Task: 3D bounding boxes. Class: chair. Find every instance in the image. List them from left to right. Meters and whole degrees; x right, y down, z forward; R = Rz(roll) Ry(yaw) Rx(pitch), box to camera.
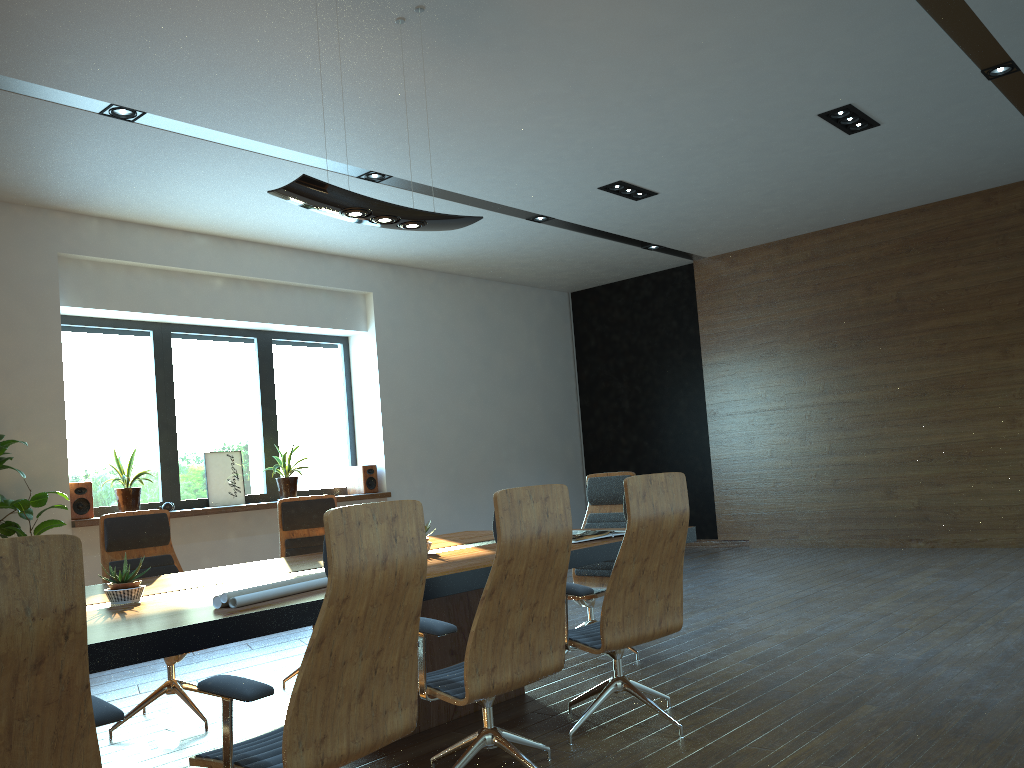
[{"bbox_3d":[-1.306,0.929,2.057,0.698,1.125,0.706,-8,-5,42],"label":"chair"},{"bbox_3d":[-1.835,1.233,4.726,0.698,1.125,0.706,-8,-5,41],"label":"chair"},{"bbox_3d":[-0.604,0.934,2.665,0.698,1.125,0.706,-7,-4,33],"label":"chair"},{"bbox_3d":[-1.119,1.251,5.477,0.706,1.125,0.698,-2,-4,-34],"label":"chair"},{"bbox_3d":[-0.115,0.967,3.386,0.698,1.125,0.706,-8,-5,42],"label":"chair"},{"bbox_3d":[0.470,1.134,5.548,0.708,1.125,0.696,-8,-5,44],"label":"chair"},{"bbox_3d":[0.458,0.987,4.039,0.706,1.125,0.698,-1,-5,-42],"label":"chair"}]

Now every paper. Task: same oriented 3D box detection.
[{"bbox_3d":[-1.703,0.779,3.063,2.240,0.083,0.630,-4,-6,-8],"label":"paper"}]

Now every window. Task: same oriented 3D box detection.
[{"bbox_3d":[-3.025,0.328,9.152,0.053,1.856,3.463,-7,-6,41],"label":"window"}]

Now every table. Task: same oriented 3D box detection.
[{"bbox_3d":[-1.455,1.234,3.394,1.790,0.795,5.542,-9,-7,41],"label":"table"}]

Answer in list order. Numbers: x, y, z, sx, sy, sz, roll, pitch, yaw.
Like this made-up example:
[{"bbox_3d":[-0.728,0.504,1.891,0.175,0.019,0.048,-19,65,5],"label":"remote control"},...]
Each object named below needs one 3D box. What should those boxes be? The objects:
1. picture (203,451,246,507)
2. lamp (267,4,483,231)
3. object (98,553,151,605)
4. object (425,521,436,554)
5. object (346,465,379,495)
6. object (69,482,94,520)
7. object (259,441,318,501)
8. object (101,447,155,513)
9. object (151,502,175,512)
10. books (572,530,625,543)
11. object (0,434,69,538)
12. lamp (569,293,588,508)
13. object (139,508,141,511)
[{"bbox_3d":[-2.950,0.973,9.102,0.057,0.560,0.421,-7,-5,41],"label":"picture"},{"bbox_3d":[-0.706,-1.438,4.610,0.341,1.196,1.197,-7,-5,41],"label":"lamp"},{"bbox_3d":[-1.496,0.748,3.410,0.177,0.187,0.153,-4,-4,-9],"label":"object"},{"bbox_3d":[-0.491,0.781,4.549,0.178,0.187,0.153,-6,-4,16],"label":"object"},{"bbox_3d":[-1.703,1.090,10.083,0.315,0.320,0.211,-8,-5,41],"label":"object"},{"bbox_3d":[-3.809,1.021,7.700,0.315,0.320,0.211,-8,-5,41],"label":"object"},{"bbox_3d":[-2.346,0.908,9.242,0.515,0.619,0.475,-2,-5,-33],"label":"object"},{"bbox_3d":[-3.459,0.874,8.021,0.473,0.619,0.517,-1,-5,-43],"label":"object"},{"bbox_3d":[-3.255,1.148,8.230,0.209,0.088,0.179,-3,-5,-11],"label":"object"},{"bbox_3d":[0.404,0.799,4.721,0.544,0.033,0.390,0,-7,-37],"label":"books"},{"bbox_3d":[-3.871,1.243,6.657,0.723,1.790,1.057,-7,-4,33],"label":"object"},{"bbox_3d":[2.272,-0.042,8.347,9.422,3.698,16.683,-9,-7,41],"label":"lamp"},{"bbox_3d":[-3.512,1.137,8.228,0.114,0.145,0.114,-5,-4,13],"label":"object"}]
